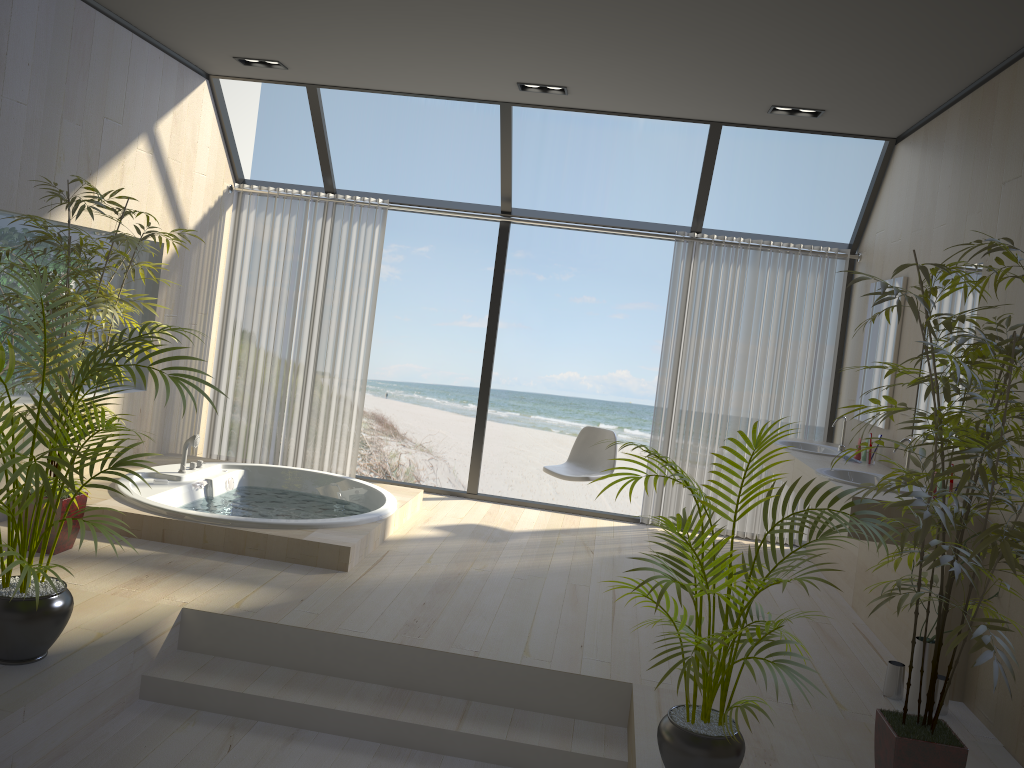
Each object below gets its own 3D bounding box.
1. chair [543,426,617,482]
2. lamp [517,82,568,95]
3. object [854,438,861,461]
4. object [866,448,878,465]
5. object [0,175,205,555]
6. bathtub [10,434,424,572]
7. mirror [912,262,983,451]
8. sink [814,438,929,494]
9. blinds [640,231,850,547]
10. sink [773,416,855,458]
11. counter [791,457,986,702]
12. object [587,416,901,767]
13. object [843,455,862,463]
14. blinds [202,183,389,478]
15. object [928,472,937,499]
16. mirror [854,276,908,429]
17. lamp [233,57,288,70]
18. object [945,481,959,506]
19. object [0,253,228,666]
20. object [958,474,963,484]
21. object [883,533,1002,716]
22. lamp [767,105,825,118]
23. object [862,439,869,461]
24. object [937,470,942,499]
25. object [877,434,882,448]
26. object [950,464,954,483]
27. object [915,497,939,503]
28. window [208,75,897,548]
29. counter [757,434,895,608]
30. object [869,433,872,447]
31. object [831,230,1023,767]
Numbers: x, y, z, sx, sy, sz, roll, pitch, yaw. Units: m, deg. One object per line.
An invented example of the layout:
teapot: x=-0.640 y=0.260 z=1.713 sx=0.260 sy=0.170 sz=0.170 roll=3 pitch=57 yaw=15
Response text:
chair: x=0.478 y=0.473 z=5.951 sx=0.370 sy=0.347 sz=0.453 roll=9 pitch=3 yaw=35
lamp: x=0.193 y=-1.843 z=5.374 sx=0.301 sy=0.112 sz=0.164 roll=7 pitch=3 yaw=7
object: x=1.978 y=0.377 z=5.053 sx=0.038 sy=0.135 sz=0.039 roll=7 pitch=1 yaw=-35
object: x=2.012 y=0.405 z=4.959 sx=0.058 sy=0.100 sz=0.058 roll=7 pitch=1 yaw=13
object: x=-2.120 y=-0.098 z=4.159 sx=0.789 sy=1.755 sz=0.933 roll=8 pitch=1 yaw=32
bathtub: x=-1.601 y=0.712 z=5.281 sx=1.822 sy=0.698 sz=1.649 roll=7 pitch=3 yaw=7
mirror: x=2.113 y=-0.134 z=4.290 sx=0.023 sy=0.868 sz=0.654 roll=7 pitch=2 yaw=6
sink: x=1.708 y=0.446 z=4.214 sx=0.504 sy=0.419 sz=0.574 roll=7 pitch=3 yaw=10
blinds: x=1.610 y=0.026 z=6.171 sx=1.184 sy=2.069 sz=0.084 roll=7 pitch=0 yaw=7
sink: x=1.851 y=0.382 z=5.412 sx=0.504 sy=0.419 sz=0.574 roll=7 pitch=3 yaw=10
counter: x=1.708 y=0.861 z=4.246 sx=0.551 sy=0.790 sz=1.206 roll=7 pitch=3 yaw=6
object: x=0.573 y=0.624 z=2.658 sx=0.920 sy=1.156 sz=0.749 roll=8 pitch=2 yaw=40
object: x=1.921 y=0.423 z=4.992 sx=0.032 sy=0.029 sz=0.105 roll=5 pitch=4 yaw=-43
blinds: x=-1.597 y=-0.394 z=6.556 sx=1.184 sy=2.069 sz=0.084 roll=7 pitch=0 yaw=7
object: x=1.836 y=0.440 z=3.855 sx=0.039 sy=0.135 sz=0.039 roll=6 pitch=1 yaw=-42
mirror: x=2.208 y=-0.192 z=5.323 sx=0.023 sy=0.868 sz=0.654 roll=7 pitch=2 yaw=6
lamp: x=-1.579 y=-2.075 z=5.586 sx=0.301 sy=0.112 sz=0.164 roll=7 pitch=3 yaw=7
object: x=1.870 y=0.468 z=3.762 sx=0.058 sy=0.100 sz=0.058 roll=7 pitch=1 yaw=17
object: x=-1.530 y=0.253 z=2.999 sx=1.064 sy=1.344 sz=0.875 roll=7 pitch=1 yaw=-5
object: x=1.888 y=0.430 z=3.753 sx=0.054 sy=0.175 sz=0.012 roll=7 pitch=1 yaw=32
object: x=1.732 y=0.932 z=3.500 sx=0.406 sy=0.748 sz=0.274 roll=7 pitch=1 yaw=-5
lamp: x=1.672 y=-1.649 z=5.196 sx=0.301 sy=0.112 sz=0.164 roll=7 pitch=3 yaw=7
object: x=2.055 y=0.380 z=5.137 sx=0.038 sy=0.135 sz=0.039 roll=7 pitch=1 yaw=-35
object: x=1.912 y=0.444 z=3.940 sx=0.039 sy=0.135 sz=0.039 roll=6 pitch=1 yaw=-42
object: x=2.031 y=0.366 z=4.950 sx=0.054 sy=0.175 sz=0.012 roll=7 pitch=1 yaw=32
object: x=1.854 y=0.425 z=3.741 sx=0.049 sy=0.178 sz=0.012 roll=6 pitch=1 yaw=-44
object: x=1.778 y=0.487 z=3.794 sx=0.032 sy=0.029 sz=0.105 roll=5 pitch=4 yaw=-43
window: x=0.034 y=-0.512 z=6.169 sx=4.564 sy=2.812 sz=0.745 roll=7 pitch=1 yaw=7
counter: x=1.851 y=0.798 z=5.443 sx=0.551 sy=0.790 sz=1.206 roll=7 pitch=3 yaw=6
object: x=1.996 y=0.362 z=4.938 sx=0.049 sy=0.178 sz=0.012 roll=6 pitch=1 yaw=-44
object: x=1.350 y=0.433 z=2.608 sx=0.789 sy=1.755 sz=0.933 roll=8 pitch=1 yaw=32
